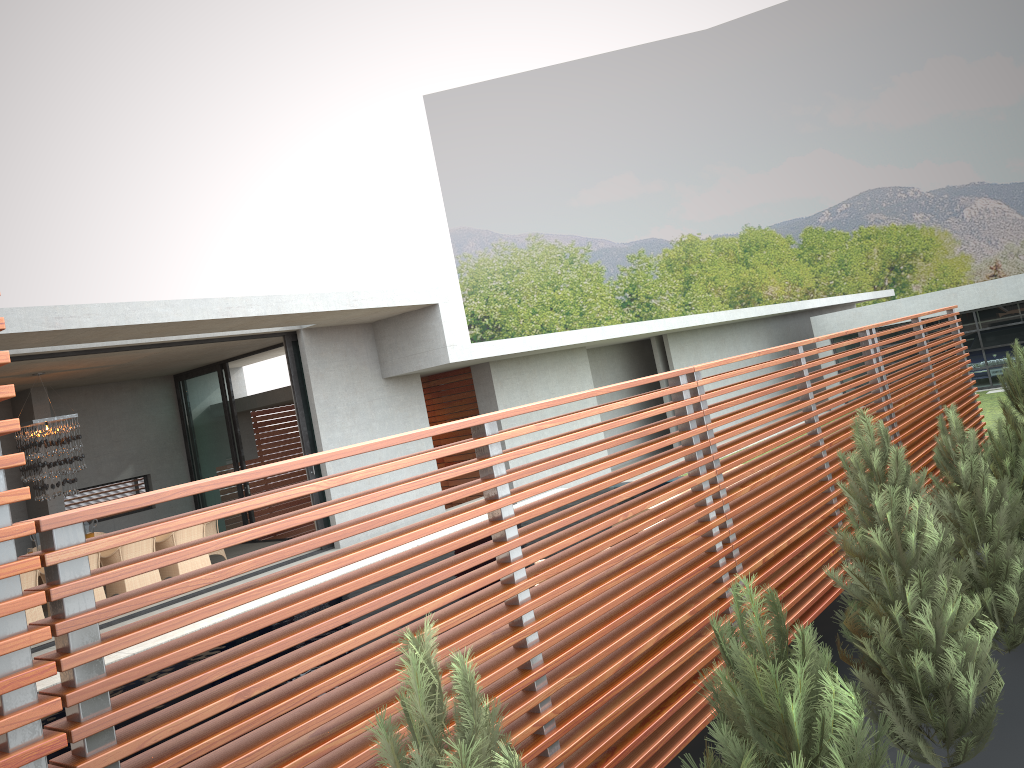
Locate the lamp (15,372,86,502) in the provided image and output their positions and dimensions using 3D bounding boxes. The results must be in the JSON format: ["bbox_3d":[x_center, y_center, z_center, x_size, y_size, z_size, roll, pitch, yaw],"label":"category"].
[{"bbox_3d":[-6.372,0.719,12.142,0.612,1.767,0.622,-14,-5,38],"label":"lamp"}]

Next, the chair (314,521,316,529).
[{"bbox_3d":[-3.583,2.753,17.307,0.618,0.869,0.625,-11,-3,-7],"label":"chair"}]

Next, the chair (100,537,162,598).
[{"bbox_3d":[-4.912,2.406,11.443,0.624,0.869,0.620,-14,-4,38],"label":"chair"}]

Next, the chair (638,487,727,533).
[{"bbox_3d":[1.575,1.154,7.468,0.701,0.831,2.283,-11,-1,-3],"label":"chair"}]

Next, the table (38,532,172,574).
[{"bbox_3d":[-5.967,2.670,11.797,1.267,0.761,3.275,-12,-1,38],"label":"table"}]

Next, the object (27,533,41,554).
[{"bbox_3d":[-6.159,2.123,11.751,0.544,0.389,0.321,-10,-3,-36],"label":"object"}]

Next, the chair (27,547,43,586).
[{"bbox_3d":[-6.613,2.747,12.748,0.624,0.869,0.620,-14,-4,38],"label":"chair"}]

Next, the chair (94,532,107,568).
[{"bbox_3d":[-6.165,2.659,13.334,0.624,0.869,0.620,-14,-4,38],"label":"chair"}]

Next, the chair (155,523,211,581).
[{"bbox_3d":[-4.463,2.318,12.029,0.624,0.869,0.620,-14,-4,38],"label":"chair"}]

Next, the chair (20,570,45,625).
[{"bbox_3d":[-5.809,2.582,10.271,0.624,0.869,0.620,-14,-4,38],"label":"chair"}]

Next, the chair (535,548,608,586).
[{"bbox_3d":[0.517,1.364,6.166,0.700,0.831,2.284,-11,-1,-2],"label":"chair"}]

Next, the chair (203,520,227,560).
[{"bbox_3d":[-4.759,2.379,13.467,0.611,0.869,0.633,-14,-4,38],"label":"chair"}]

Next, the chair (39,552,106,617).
[{"bbox_3d":[-5.361,2.494,10.857,0.624,0.869,0.620,-14,-4,38],"label":"chair"}]

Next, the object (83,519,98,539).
[{"bbox_3d":[-5.806,2.053,12.138,0.191,0.389,0.193,-13,-4,20],"label":"object"}]
